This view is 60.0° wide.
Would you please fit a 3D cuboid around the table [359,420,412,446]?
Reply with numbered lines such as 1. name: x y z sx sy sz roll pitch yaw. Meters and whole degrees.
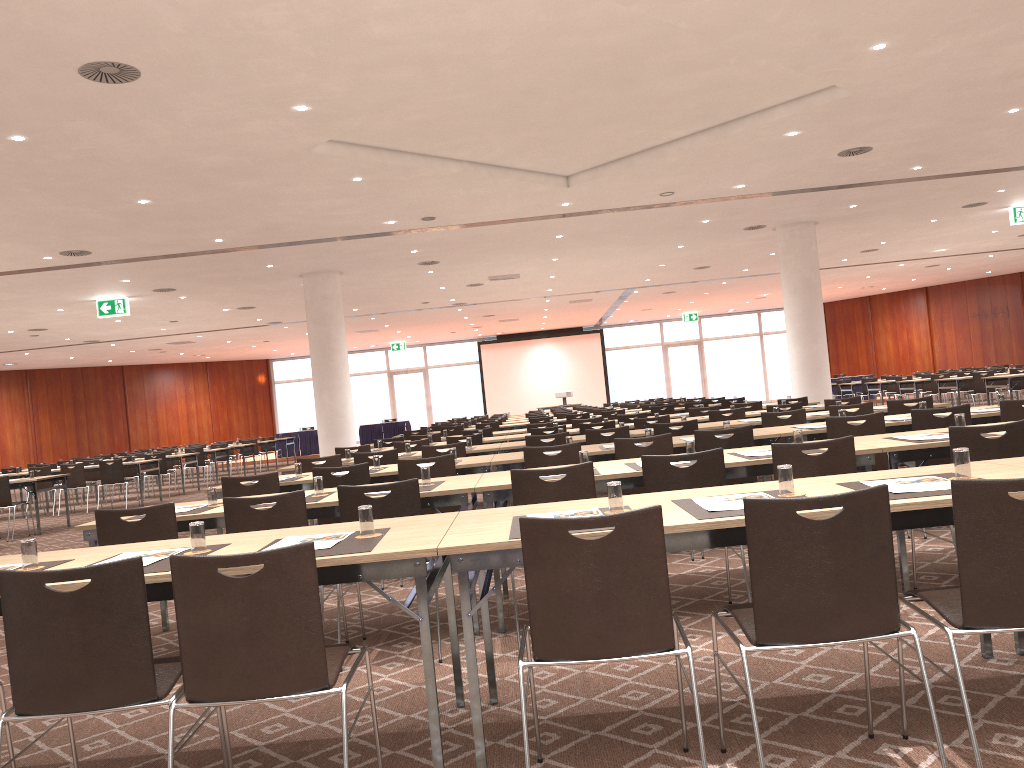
1. table: -4.306 1.743 30.232 1.712 0.832 1.042 -6 -1 1

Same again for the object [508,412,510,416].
1. object: -0.087 0.906 26.889 0.054 0.114 0.054 -6 -1 35

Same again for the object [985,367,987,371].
1. object: 12.108 -0.384 22.645 0.054 0.114 0.054 -5 -1 -33

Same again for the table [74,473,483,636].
1. table: -1.288 1.113 5.445 2.267 0.833 0.953 -6 -1 1

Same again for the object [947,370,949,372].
1. object: 11.144 -0.288 22.660 0.054 0.114 0.054 -6 -1 -10

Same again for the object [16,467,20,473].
1. object: -9.516 1.664 17.077 0.054 0.114 0.054 -6 -1 35

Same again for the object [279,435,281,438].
1. object: -7.056 1.601 27.023 0.054 0.114 0.054 -6 -1 -10

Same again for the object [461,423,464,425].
1. object: -0.941 0.808 16.908 0.054 0.114 0.054 -6 -1 35

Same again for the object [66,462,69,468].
1. object: -8.547 1.567 17.059 0.054 0.114 0.054 -5 -1 -33

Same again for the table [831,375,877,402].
1. table: 11.284 0.188 29.926 1.712 0.832 1.042 -6 -1 1

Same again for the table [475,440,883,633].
1. table: 0.970 0.887 5.401 2.267 0.833 0.953 -6 -1 1

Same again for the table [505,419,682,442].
1. table: 1.092 0.985 11.400 2.267 0.833 0.953 -6 -1 1

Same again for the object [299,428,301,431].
1. object: -7.255 1.554 30.381 0.054 0.114 0.054 -6 -1 12

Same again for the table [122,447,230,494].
1. table: -7.936 2.059 21.079 2.267 0.833 0.953 -6 -1 1

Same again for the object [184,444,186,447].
1. object: -9.966 1.891 27.071 0.054 0.114 0.054 -5 -1 -33

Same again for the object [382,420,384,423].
1. object: -4.426 1.271 30.325 0.054 0.114 0.054 -6 -1 12

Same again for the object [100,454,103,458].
1. object: -10.683 1.890 23.089 0.054 0.114 0.054 -5 -1 -33

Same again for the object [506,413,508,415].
1. object: -0.136 0.874 24.889 0.054 0.114 0.054 -6 -1 35

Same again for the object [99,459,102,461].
1. object: -7.899 1.502 17.043 0.054 0.114 0.054 -5 -1 -33

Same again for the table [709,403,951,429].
1. table: 3.310 0.727 9.356 2.267 0.833 0.953 -6 -1 1

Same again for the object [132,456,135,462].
1. object: -7.266 1.439 17.019 0.054 0.114 0.054 -5 -1 -33

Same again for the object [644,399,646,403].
1. object: 3.729 0.489 24.811 0.054 0.114 0.054 -6 -1 35

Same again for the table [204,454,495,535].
1. table: -1.248 1.145 7.445 2.267 0.833 0.953 -6 -1 1

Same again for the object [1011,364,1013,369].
1. object: 12.755 -0.449 22.623 0.054 0.114 0.054 -5 -1 -33

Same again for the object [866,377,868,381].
1. object: 9.893 -0.126 24.691 0.054 0.114 0.054 -6 -1 -10

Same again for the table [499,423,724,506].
1. table: 1.051 0.952 9.400 2.267 0.833 0.953 -6 -1 1

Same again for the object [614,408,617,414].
1. object: 1.962 0.518 16.840 0.054 0.114 0.054 -5 -1 -33

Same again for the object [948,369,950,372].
1. object: 12.156 -0.352 24.636 0.054 0.114 0.054 -5 -1 -33

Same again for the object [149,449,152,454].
1. object: -9.395 1.761 23.064 0.054 0.114 0.054 -5 -1 -33

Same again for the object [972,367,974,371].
1. object: 12.800 -0.416 24.629 0.054 0.114 0.054 -5 -1 -33

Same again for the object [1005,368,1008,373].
1. object: 10.421 -0.289 18.682 0.054 0.114 0.054 -5 -1 -33

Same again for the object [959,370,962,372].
1. object: 10.466 -0.257 20.680 0.054 0.114 0.054 -6 -1 -10

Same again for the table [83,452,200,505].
1. table: -7.977 2.027 19.079 2.267 0.833 0.953 -6 -1 1

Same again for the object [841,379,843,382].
1. object: 9.931 -0.094 26.693 0.054 0.114 0.054 -6 -1 -10

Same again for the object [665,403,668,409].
1. object: 2.936 0.421 16.826 0.054 0.114 0.054 -6 -1 35

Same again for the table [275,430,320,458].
1. table: -7.136 2.025 30.287 1.712 0.832 1.042 -6 -1 1

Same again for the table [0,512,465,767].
1. table: -1.329 1.080 3.446 2.267 0.833 0.953 -6 -1 1

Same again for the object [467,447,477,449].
1. object: -0.426 0.677 9.385 0.102 0.001 0.102 -5 -1 -10

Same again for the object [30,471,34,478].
1. object: -7.320 1.381 13.522 0.054 0.114 0.054 -6 -1 -10

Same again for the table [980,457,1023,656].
1. table: 3.188 0.630 3.357 2.267 0.833 0.953 -6 -1 1

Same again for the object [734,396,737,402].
1. object: 4.229 0.292 16.791 0.054 0.114 0.054 -5 -1 -33

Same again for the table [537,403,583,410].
1. table: 1.646 1.149 30.131 1.539 0.832 0.953 -6 -1 1

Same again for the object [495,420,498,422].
1. object: -0.291 0.743 16.880 0.054 0.114 0.054 -6 -1 35

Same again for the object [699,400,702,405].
1. object: 3.570 0.358 16.809 0.054 0.114 0.054 -6 -1 35

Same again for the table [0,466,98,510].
1. table: -10.235 2.252 19.123 2.267 0.833 0.953 -6 -1 1

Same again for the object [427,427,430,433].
1. object: -1.591 0.873 16.922 0.054 0.114 0.054 -5 -1 -33

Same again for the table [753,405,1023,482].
1. table: 3.269 0.695 7.356 2.267 0.833 0.953 -6 -1 1

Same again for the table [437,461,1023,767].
1. table: 0.930 0.855 3.401 2.267 0.833 0.953 -6 -1 1

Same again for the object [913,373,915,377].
1. object: 11.184 -0.255 24.668 0.054 0.114 0.054 -6 -1 -10

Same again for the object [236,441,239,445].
1. object: -7.131 1.535 23.022 0.054 0.114 0.054 -6 -1 -10

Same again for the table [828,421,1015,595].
1. table: 3.229 0.662 5.357 2.267 0.833 0.953 -6 -1 1

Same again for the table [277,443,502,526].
1. table: -1.207 1.178 9.444 2.267 0.833 0.953 -6 -1 1

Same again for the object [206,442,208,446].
1. object: -9.308 1.826 27.066 0.054 0.114 0.054 -5 -1 -33

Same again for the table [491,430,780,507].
1. table: 1.011 0.920 7.400 2.267 0.833 0.953 -6 -1 1
